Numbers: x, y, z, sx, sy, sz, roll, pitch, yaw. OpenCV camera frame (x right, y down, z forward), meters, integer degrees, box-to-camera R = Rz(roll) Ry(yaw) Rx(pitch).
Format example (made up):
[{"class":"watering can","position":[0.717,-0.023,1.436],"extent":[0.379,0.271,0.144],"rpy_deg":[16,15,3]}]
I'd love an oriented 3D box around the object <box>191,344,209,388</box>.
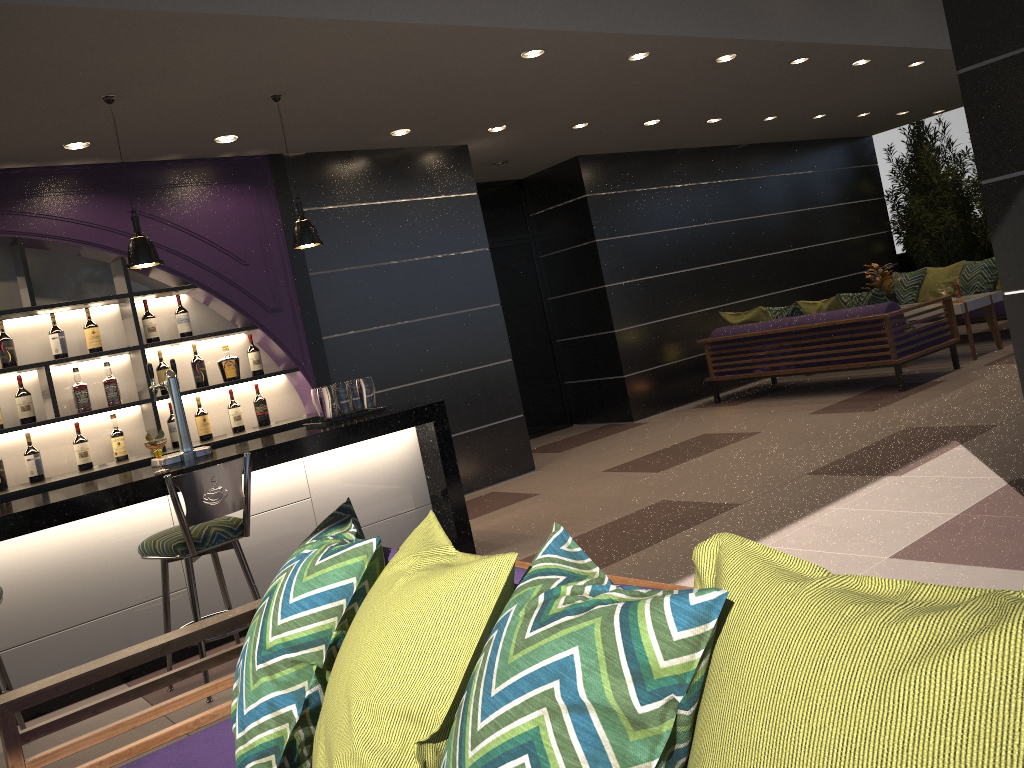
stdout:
[{"class":"object","position":[-2.088,-0.122,5.890],"extent":[0.086,0.297,0.086],"rpy_deg":[-12,1,12]}]

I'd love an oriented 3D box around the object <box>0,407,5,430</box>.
[{"class":"object","position":[-3.055,0.126,5.200],"extent":[0.081,0.299,0.079],"rpy_deg":[-12,1,-34]}]

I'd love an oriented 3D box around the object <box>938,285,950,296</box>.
[{"class":"object","position":[4.227,-0.876,8.641],"extent":[0.106,0.197,0.105],"rpy_deg":[-12,1,-9]}]

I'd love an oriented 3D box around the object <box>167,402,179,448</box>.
[{"class":"object","position":[-2.201,0.264,5.776],"extent":[0.086,0.297,0.086],"rpy_deg":[-12,1,12]}]

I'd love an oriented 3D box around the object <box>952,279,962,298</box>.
[{"class":"object","position":[4.580,-0.978,9.101],"extent":[0.067,0.189,0.084],"rpy_deg":[-12,1,-12]}]

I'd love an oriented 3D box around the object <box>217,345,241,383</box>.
[{"class":"object","position":[-1.927,-0.140,6.018],"extent":[0.152,0.247,0.094],"rpy_deg":[-12,1,-18]}]

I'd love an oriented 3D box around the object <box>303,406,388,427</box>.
[{"class":"object","position":[-0.967,0.191,5.164],"extent":[0.440,0.018,0.271],"rpy_deg":[-15,5,-37]}]

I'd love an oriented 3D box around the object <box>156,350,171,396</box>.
[{"class":"object","position":[-2.263,-0.075,5.752],"extent":[0.086,0.298,0.086],"rpy_deg":[-12,1,12]}]

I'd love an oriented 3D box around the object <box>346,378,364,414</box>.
[{"class":"object","position":[-0.917,0.076,5.262],"extent":[0.106,0.209,0.105],"rpy_deg":[-13,1,-32]}]

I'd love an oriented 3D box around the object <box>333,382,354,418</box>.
[{"class":"object","position":[-0.974,0.097,5.139],"extent":[0.106,0.209,0.105],"rpy_deg":[-13,1,-32]}]

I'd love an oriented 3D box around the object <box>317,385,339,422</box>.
[{"class":"object","position":[-1.039,0.118,5.027],"extent":[0.106,0.209,0.105],"rpy_deg":[-13,1,-32]}]

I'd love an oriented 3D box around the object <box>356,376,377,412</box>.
[{"class":"object","position":[-0.843,0.067,5.174],"extent":[0.106,0.209,0.105],"rpy_deg":[-13,1,-32]}]

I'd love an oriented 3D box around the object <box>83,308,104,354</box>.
[{"class":"object","position":[-2.648,-0.332,5.575],"extent":[0.086,0.298,0.086],"rpy_deg":[-12,1,12]}]

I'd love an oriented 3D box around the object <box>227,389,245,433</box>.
[{"class":"object","position":[-1.888,0.181,6.025],"extent":[0.086,0.298,0.086],"rpy_deg":[-12,1,12]}]

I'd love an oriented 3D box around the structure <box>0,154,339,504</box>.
[{"class":"structure","position":[-3.176,0.186,4.958],"extent":[4.659,2.759,0.527],"rpy_deg":[-14,2,-37]}]

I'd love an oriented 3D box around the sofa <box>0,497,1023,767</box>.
[{"class":"sofa","position":[-0.070,0.724,1.431],"extent":[1.126,0.918,2.116],"rpy_deg":[-14,4,-37]}]

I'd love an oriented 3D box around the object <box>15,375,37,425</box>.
[{"class":"object","position":[-2.913,0.093,5.281],"extent":[0.086,0.298,0.086],"rpy_deg":[-12,1,12]}]

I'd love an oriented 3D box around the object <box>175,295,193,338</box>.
[{"class":"object","position":[-2.205,-0.450,5.921],"extent":[0.086,0.297,0.086],"rpy_deg":[-12,1,12]}]

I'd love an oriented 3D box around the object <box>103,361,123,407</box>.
[{"class":"object","position":[-2.534,-0.001,5.591],"extent":[0.083,0.281,0.082],"rpy_deg":[-12,1,-17]}]

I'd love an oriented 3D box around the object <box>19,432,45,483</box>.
[{"class":"object","position":[-2.853,0.429,5.266],"extent":[0.087,0.315,0.103],"rpy_deg":[-12,1,-32]}]

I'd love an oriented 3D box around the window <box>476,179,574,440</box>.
[{"class":"window","position":[-3.907,0.271,5.939],"extent":[11.618,2.758,1.931],"rpy_deg":[-15,3,-37]}]

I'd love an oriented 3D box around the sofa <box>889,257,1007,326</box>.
[{"class":"sofa","position":[5.069,-0.954,10.066],"extent":[1.126,0.918,2.116],"rpy_deg":[-14,4,-37]}]

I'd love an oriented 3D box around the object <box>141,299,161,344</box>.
[{"class":"object","position":[-2.375,-0.406,5.797],"extent":[0.086,0.298,0.086],"rpy_deg":[-12,1,12]}]

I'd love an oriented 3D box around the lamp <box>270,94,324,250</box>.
[{"class":"lamp","position":[-1.232,-1.191,4.958],"extent":[0.162,0.864,0.163],"rpy_deg":[-12,1,6]}]

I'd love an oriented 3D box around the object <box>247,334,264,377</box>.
[{"class":"object","position":[-1.793,-0.202,6.151],"extent":[0.086,0.298,0.086],"rpy_deg":[-12,1,12]}]

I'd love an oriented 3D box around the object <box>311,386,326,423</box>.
[{"class":"object","position":[-1.094,0.123,5.121],"extent":[0.106,0.209,0.105],"rpy_deg":[-13,1,-32]}]

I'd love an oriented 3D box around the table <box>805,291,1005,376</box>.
[{"class":"table","position":[4.029,-0.505,9.417],"extent":[0.947,0.553,2.027],"rpy_deg":[-14,4,-37]}]

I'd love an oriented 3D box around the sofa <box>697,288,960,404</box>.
[{"class":"sofa","position":[3.007,-0.420,8.597],"extent":[1.126,0.918,2.116],"rpy_deg":[-14,4,-37]}]

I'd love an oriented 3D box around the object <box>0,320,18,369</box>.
[{"class":"object","position":[-3.022,-0.234,5.281],"extent":[0.086,0.297,0.086],"rpy_deg":[-12,1,12]}]

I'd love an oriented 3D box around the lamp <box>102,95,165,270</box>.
[{"class":"lamp","position":[-1.922,-1.009,4.422],"extent":[0.162,0.864,0.163],"rpy_deg":[-12,1,6]}]

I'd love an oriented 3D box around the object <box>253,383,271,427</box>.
[{"class":"object","position":[-1.741,0.143,6.124],"extent":[0.086,0.298,0.086],"rpy_deg":[-12,1,12]}]

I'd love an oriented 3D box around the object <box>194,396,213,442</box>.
[{"class":"object","position":[-2.053,0.228,5.863],"extent":[0.086,0.298,0.086],"rpy_deg":[-12,1,12]}]

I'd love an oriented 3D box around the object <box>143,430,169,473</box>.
[{"class":"object","position":[-1.682,0.317,4.198],"extent":[0.106,0.197,0.105],"rpy_deg":[-12,1,-9]}]

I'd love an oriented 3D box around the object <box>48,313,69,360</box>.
[{"class":"object","position":[-2.804,-0.300,5.454],"extent":[0.087,0.315,0.103],"rpy_deg":[-12,1,-32]}]

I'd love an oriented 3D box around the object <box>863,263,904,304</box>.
[{"class":"object","position":[3.922,-1.033,9.410],"extent":[0.426,0.526,0.429],"rpy_deg":[-12,2,-20]}]

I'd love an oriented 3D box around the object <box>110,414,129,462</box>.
[{"class":"object","position":[-2.497,0.338,5.602],"extent":[0.081,0.299,0.079],"rpy_deg":[-12,1,-34]}]

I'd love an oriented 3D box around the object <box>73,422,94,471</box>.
[{"class":"object","position":[-2.646,0.380,5.437],"extent":[0.086,0.298,0.086],"rpy_deg":[-12,1,12]}]

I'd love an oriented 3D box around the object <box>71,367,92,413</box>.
[{"class":"object","position":[-2.684,0.037,5.498],"extent":[0.084,0.281,0.082],"rpy_deg":[-12,1,-37]}]

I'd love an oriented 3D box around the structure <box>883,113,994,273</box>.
[{"class":"structure","position":[-1.462,-0.200,2.672],"extent":[24.883,3.120,7.779],"rpy_deg":[-15,4,-37]}]

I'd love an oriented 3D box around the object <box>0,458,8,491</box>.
[{"class":"object","position":[-2.998,0.476,5.132],"extent":[0.086,0.297,0.086],"rpy_deg":[-12,1,12]}]
